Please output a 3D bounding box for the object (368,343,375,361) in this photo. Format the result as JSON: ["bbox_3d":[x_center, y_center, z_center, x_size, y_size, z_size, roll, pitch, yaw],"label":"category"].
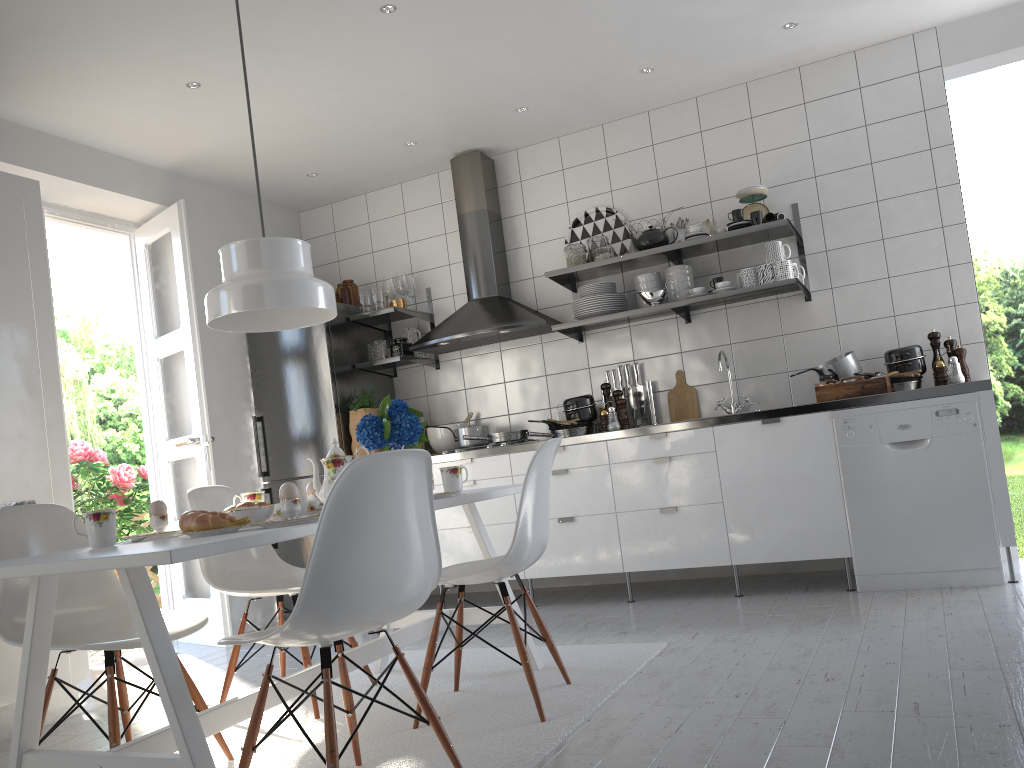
[{"bbox_3d":[-0.822,-0.182,5.295,0.086,0.119,0.086,-10,-4,35],"label":"object"}]

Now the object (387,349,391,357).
[{"bbox_3d":[-0.729,-0.167,5.488,0.083,0.100,0.109,-7,-4,-6],"label":"object"}]

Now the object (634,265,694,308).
[{"bbox_3d":[0.809,-0.493,4.683,0.310,0.216,0.150,-9,-4,22],"label":"object"}]

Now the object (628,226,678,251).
[{"bbox_3d":[0.728,-0.745,4.565,0.177,0.142,0.201,-5,-5,-24],"label":"object"}]

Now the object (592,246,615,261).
[{"bbox_3d":[0.484,-0.673,4.669,0.121,0.079,0.121,-8,-5,10],"label":"object"}]

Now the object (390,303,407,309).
[{"bbox_3d":[-0.670,-0.451,5.243,0.100,0.036,0.100,-12,-7,44],"label":"object"}]

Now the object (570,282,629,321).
[{"bbox_3d":[0.469,-0.432,4.764,0.307,0.194,0.301,-10,-5,29],"label":"object"}]

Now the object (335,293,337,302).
[{"bbox_3d":[-1.103,-0.496,5.511,0.093,0.127,0.093,-4,-5,-44],"label":"object"}]

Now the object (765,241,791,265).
[{"bbox_3d":[1.275,-0.632,4.267,0.083,0.100,0.109,-5,-5,-31],"label":"object"}]

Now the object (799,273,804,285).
[{"bbox_3d":[1.430,-0.529,4.509,0.108,0.100,0.083,-8,-4,14],"label":"object"}]

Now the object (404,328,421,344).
[{"bbox_3d":[-0.613,-0.289,5.413,0.083,0.100,0.109,-5,-5,-31],"label":"object"}]

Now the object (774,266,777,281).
[{"bbox_3d":[1.267,-0.520,4.376,0.083,0.100,0.109,-7,-4,-6],"label":"object"}]

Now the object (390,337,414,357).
[{"bbox_3d":[-0.652,-0.211,5.236,0.100,0.122,0.100,-10,-5,34],"label":"object"}]

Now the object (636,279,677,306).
[{"bbox_3d":[0.743,-0.456,4.543,0.210,0.134,0.102,-8,-4,7],"label":"object"}]

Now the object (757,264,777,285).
[{"bbox_3d":[1.245,-0.526,4.285,0.108,0.100,0.083,-8,-4,14],"label":"object"}]

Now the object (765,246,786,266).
[{"bbox_3d":[1.315,-0.624,4.410,0.083,0.100,0.109,-7,-4,-6],"label":"object"}]

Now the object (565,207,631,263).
[{"bbox_3d":[0.483,-0.802,4.989,0.396,0.393,0.053,-9,-3,25],"label":"object"}]

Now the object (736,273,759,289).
[{"bbox_3d":[1.171,-0.505,4.414,0.083,0.100,0.109,-5,-5,-31],"label":"object"}]

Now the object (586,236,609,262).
[{"bbox_3d":[0.471,-0.706,4.797,0.122,0.170,0.121,-11,-5,44],"label":"object"}]

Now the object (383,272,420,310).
[{"bbox_3d":[-0.677,-0.540,5.433,0.193,0.244,0.205,-9,-4,23],"label":"object"}]

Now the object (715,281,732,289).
[{"bbox_3d":[1.042,-0.475,4.363,0.080,0.047,0.082,-11,-6,37],"label":"object"}]

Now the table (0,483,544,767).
[{"bbox_3d":[-0.571,0.721,2.616,0.816,0.659,1.826,-9,-5,24],"label":"table"}]

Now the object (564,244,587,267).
[{"bbox_3d":[0.343,-0.674,4.744,0.121,0.130,0.121,-8,-4,10],"label":"object"}]

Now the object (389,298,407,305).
[{"bbox_3d":[-0.675,-0.472,5.244,0.099,0.048,0.100,-3,-6,-42],"label":"object"}]

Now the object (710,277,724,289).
[{"bbox_3d":[1.056,-0.504,4.537,0.055,0.078,0.071,-6,-4,-15],"label":"object"}]

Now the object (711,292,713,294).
[{"bbox_3d":[1.065,-0.461,4.526,0.121,0.023,0.121,-7,-5,-4],"label":"object"}]

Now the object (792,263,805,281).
[{"bbox_3d":[1.376,-0.537,4.346,0.108,0.100,0.083,-8,-4,10],"label":"object"}]

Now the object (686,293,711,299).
[{"bbox_3d":[0.936,-0.433,4.441,0.121,0.021,0.121,-9,-5,22],"label":"object"}]

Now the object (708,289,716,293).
[{"bbox_3d":[1.062,-0.470,4.529,0.121,0.023,0.121,-8,-5,5],"label":"object"}]

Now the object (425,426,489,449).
[{"bbox_3d":[-0.296,0.289,5.038,0.347,0.153,0.201,-5,-5,-26],"label":"object"}]

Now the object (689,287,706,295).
[{"bbox_3d":[0.933,-0.454,4.440,0.079,0.047,0.083,-9,-5,17],"label":"object"}]

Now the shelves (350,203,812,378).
[{"bbox_3d":[0.271,-0.491,4.881,2.546,0.511,0.427,-10,-4,25],"label":"shelves"}]

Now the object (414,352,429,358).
[{"bbox_3d":[-0.569,-0.196,5.396,0.108,0.100,0.083,-8,-4,14],"label":"object"}]

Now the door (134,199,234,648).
[{"bbox_3d":[-1.786,0.230,4.766,0.604,2.322,0.156,-10,-4,45],"label":"door"}]

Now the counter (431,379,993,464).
[{"bbox_3d":[0.642,0.256,4.589,3.246,0.045,0.651,-10,-6,25],"label":"counter"}]

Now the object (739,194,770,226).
[{"bbox_3d":[1.240,-0.848,4.512,0.159,0.208,0.185,-9,-4,24],"label":"object"}]

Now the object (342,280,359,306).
[{"bbox_3d":[-1.005,-0.544,5.493,0.097,0.194,0.097,-9,-4,24],"label":"object"}]

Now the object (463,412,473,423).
[{"bbox_3d":[-0.321,0.290,5.256,0.221,0.232,0.081,-6,-3,-15],"label":"object"}]

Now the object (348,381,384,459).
[{"bbox_3d":[-0.839,0.224,5.114,0.174,0.508,0.283,-8,-3,12],"label":"object"}]

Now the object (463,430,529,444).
[{"bbox_3d":[-0.082,0.288,4.819,0.351,0.060,0.233,-8,-5,3],"label":"object"}]

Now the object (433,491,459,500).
[{"bbox_3d":[-0.261,0.353,2.760,0.201,0.016,0.201,-10,-6,29],"label":"object"}]

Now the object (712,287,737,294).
[{"bbox_3d":[1.046,-0.454,4.363,0.121,0.021,0.121,-10,-6,29],"label":"object"}]

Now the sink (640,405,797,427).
[{"bbox_3d":[1.055,0.213,4.370,0.767,0.111,0.487,-10,-5,25],"label":"sink"}]

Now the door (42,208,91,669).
[{"bbox_3d":[-2.371,0.251,4.172,0.157,2.322,0.602,-9,-3,24],"label":"door"}]

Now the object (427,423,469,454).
[{"bbox_3d":[-0.372,0.335,5.247,0.247,0.175,0.248,-5,-5,-25],"label":"object"}]

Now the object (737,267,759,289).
[{"bbox_3d":[1.159,-0.510,4.342,0.083,0.100,0.109,-7,-4,-6],"label":"object"}]

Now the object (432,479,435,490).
[{"bbox_3d":[-0.264,0.327,2.761,0.048,0.057,0.048,-6,-4,-25],"label":"object"}]

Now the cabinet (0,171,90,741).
[{"bbox_3d":[-2.269,0.247,2.960,0.514,2.092,1.378,-9,-4,24],"label":"cabinet"}]

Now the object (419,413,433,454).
[{"bbox_3d":[-0.532,0.312,5.379,0.090,0.281,0.082,-9,-3,25],"label":"object"}]

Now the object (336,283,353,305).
[{"bbox_3d":[-1.019,-0.531,5.386,0.093,0.153,0.093,-4,-5,-43],"label":"object"}]

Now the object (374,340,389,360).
[{"bbox_3d":[-0.772,-0.196,5.210,0.086,0.119,0.086,-9,-4,21],"label":"object"}]

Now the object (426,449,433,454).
[{"bbox_3d":[-0.579,0.395,4.982,0.277,0.053,0.141,-11,-6,40],"label":"object"}]

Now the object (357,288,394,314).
[{"bbox_3d":[-0.812,-0.480,5.284,0.190,0.134,0.229,-8,-5,15],"label":"object"}]

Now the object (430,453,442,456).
[{"bbox_3d":[-0.570,0.418,4.981,0.331,0.012,0.220,-10,-6,25],"label":"object"}]

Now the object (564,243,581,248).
[{"bbox_3d":[0.356,-0.681,4.906,0.122,0.170,0.121,-11,-5,44],"label":"object"}]

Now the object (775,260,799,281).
[{"bbox_3d":[1.319,-0.538,4.250,0.108,0.100,0.083,-8,-4,14],"label":"object"}]

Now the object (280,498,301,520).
[{"bbox_3d":[-0.536,0.307,2.149,0.048,0.057,0.048,-6,-4,-25],"label":"object"}]

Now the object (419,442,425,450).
[{"bbox_3d":[-0.568,0.384,5.341,0.077,0.140,0.044,-9,-3,25],"label":"object"}]

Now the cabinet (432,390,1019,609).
[{"bbox_3d":[0.692,0.669,4.563,3.245,0.793,0.662,-10,-4,25],"label":"cabinet"}]
